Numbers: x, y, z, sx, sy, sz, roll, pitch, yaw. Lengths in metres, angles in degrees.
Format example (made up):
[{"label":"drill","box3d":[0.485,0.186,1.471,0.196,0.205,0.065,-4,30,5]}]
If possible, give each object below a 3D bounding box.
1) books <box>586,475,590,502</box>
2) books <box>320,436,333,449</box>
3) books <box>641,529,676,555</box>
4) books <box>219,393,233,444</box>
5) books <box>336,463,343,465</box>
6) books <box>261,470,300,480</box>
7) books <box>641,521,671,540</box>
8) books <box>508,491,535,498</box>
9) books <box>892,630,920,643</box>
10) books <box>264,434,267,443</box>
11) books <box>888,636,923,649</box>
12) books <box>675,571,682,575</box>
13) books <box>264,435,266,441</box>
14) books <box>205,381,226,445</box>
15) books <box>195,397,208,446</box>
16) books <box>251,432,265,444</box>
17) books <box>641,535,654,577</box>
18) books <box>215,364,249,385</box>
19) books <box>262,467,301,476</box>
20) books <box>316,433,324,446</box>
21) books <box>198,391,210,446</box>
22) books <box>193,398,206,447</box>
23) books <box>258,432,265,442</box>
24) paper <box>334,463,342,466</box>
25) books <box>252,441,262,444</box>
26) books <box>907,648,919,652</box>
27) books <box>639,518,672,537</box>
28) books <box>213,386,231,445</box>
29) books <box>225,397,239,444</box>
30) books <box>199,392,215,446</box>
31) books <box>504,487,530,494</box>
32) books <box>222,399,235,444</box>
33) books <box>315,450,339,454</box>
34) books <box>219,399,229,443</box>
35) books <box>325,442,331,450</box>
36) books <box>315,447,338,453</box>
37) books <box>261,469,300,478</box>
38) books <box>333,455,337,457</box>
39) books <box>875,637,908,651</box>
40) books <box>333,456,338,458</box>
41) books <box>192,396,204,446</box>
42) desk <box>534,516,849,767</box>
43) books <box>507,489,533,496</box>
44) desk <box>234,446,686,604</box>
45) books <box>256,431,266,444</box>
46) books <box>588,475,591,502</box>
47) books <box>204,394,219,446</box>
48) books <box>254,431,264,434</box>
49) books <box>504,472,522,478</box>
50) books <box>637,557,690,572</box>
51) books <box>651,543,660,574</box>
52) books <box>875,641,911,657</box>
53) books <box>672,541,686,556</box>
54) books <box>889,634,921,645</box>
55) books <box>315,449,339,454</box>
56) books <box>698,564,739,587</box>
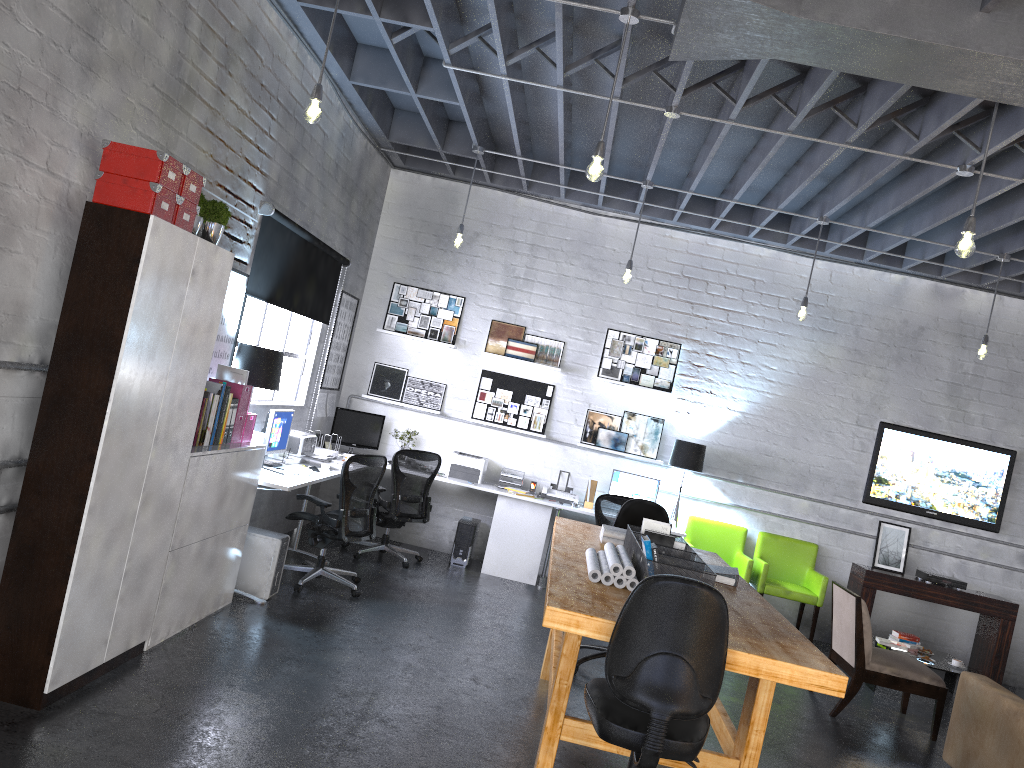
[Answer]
[{"label":"books","box3d":[0.739,1.041,8.597,0.036,0.296,0.210,13,0,4]},{"label":"books","box3d":[-1.713,0.539,8.193,0.017,0.121,0.184,13,-1,19]},{"label":"books","box3d":[0.732,0.862,4.526,0.158,0.214,0.063,13,0,4]},{"label":"books","box3d":[-1.718,0.184,5.105,0.159,0.298,0.026,13,0,4]},{"label":"books","box3d":[-1.431,0.681,7.497,0.112,0.001,0.066,13,-1,-10]},{"label":"books","box3d":[-1.587,0.622,6.073,0.213,0.012,0.158,12,-1,29]},{"label":"books","box3d":[0.811,0.897,5.060,0.158,0.200,0.082,13,0,4]},{"label":"books","box3d":[0.087,1.037,8.353,0.211,0.014,0.148,13,-1,-32]},{"label":"books","box3d":[3.361,2.154,7.572,0.185,0.041,0.129,13,-1,-2]},{"label":"books","box3d":[-1.828,0.446,6.200,0.179,0.247,0.026,13,0,4]},{"label":"books","box3d":[3.360,2.213,7.575,0.161,0.026,0.223,13,-1,-27]},{"label":"books","box3d":[0.757,0.907,4.348,0.250,0.022,0.205,12,-1,9]},{"label":"books","box3d":[-1.829,0.448,6.191,0.172,0.243,0.026,13,0,4]},{"label":"books","box3d":[-1.731,0.154,4.972,0.176,0.346,0.053,13,0,4]},{"label":"books","box3d":[-1.743,0.189,4.776,0.161,0.266,0.027,13,0,4]},{"label":"books","box3d":[-1.831,0.448,6.169,0.172,0.243,0.026,13,0,4]},{"label":"books","box3d":[0.623,0.817,4.035,0.108,0.234,0.166,13,0,4]},{"label":"books","box3d":[-1.698,0.030,5.334,0.192,0.267,0.060,13,0,4]},{"label":"books","box3d":[-1.580,0.600,6.080,0.211,0.010,0.171,12,-1,30]},{"label":"books","box3d":[-1.773,0.518,8.229,0.052,0.109,0.133,12,-1,19]},{"label":"books","box3d":[-1.746,0.172,4.802,0.159,0.298,0.026,13,0,4]},{"label":"books","box3d":[-1.747,0.188,4.749,0.161,0.266,0.026,13,0,4]},{"label":"books","box3d":[-1.829,0.448,6.173,0.173,0.243,0.026,13,0,4]},{"label":"paper","box3d":[-1.427,0.689,7.484,0.159,0.001,0.115,13,-1,-8]},{"label":"books","box3d":[-1.812,0.485,6.143,0.134,0.176,0.020,13,0,4]},{"label":"books","box3d":[3.328,2.234,7.582,0.223,0.032,0.161,13,-1,-16]},{"label":"books","box3d":[0.817,0.892,5.091,0.171,0.210,0.046,13,0,4]},{"label":"books","box3d":[-1.732,0.159,5.033,0.197,0.339,0.065,13,0,4]},{"label":"books","box3d":[-1.746,0.196,5.219,0.220,0.271,0.082,13,0,4]},{"label":"books","box3d":[-1.743,0.176,4.844,0.170,0.293,0.057,13,0,4]},{"label":"books","box3d":[0.051,1.000,8.341,0.211,0.014,0.148,12,-1,19]},{"label":"books","box3d":[-1.750,0.196,5.159,0.218,0.267,0.060,13,0,9]},{"label":"books","box3d":[-1.708,0.586,7.870,0.297,0.006,0.210,12,-1,6]},{"label":"books","box3d":[-1.727,0.198,5.079,0.161,0.266,0.026,13,0,4]},{"label":"books","box3d":[-1.698,0.575,8.195,0.037,0.076,0.102,12,-1,19]},{"label":"books","box3d":[-1.707,0.576,7.874,0.297,0.006,0.210,13,-1,4]},{"label":"books","box3d":[-1.587,0.610,6.076,0.209,0.012,0.158,12,-1,27]},{"label":"books","box3d":[-1.714,0.607,7.874,0.297,0.006,0.210,13,-1,4]},{"label":"books","box3d":[3.129,2.141,7.309,0.223,0.027,0.161,12,-1,13]},{"label":"books","box3d":[-1.718,0.616,7.871,0.297,0.006,0.210,13,-1,3]},{"label":"books","box3d":[-1.756,0.180,4.717,0.167,0.275,0.037,13,0,4]},{"label":"desk","box3d":[0.656,1.432,4.635,1.115,0.926,2.833,13,-1,4]},{"label":"books","box3d":[0.073,1.019,8.342,0.211,0.014,0.148,13,-1,-22]},{"label":"desk","box3d":[-0.293,1.340,7.210,3.574,0.785,3.300,13,-1,4]},{"label":"books","box3d":[-1.828,0.447,6.186,0.177,0.246,0.026,13,0,4]},{"label":"books","box3d":[0.747,1.042,8.600,0.043,0.296,0.210,13,0,4]},{"label":"books","box3d":[-1.737,0.182,4.895,0.174,0.286,0.045,13,0,4]},{"label":"books","box3d":[-1.832,0.445,6.178,0.175,0.244,0.026,13,0,4]},{"label":"books","box3d":[0.007,0.890,8.677,0.134,0.008,0.203,13,-1,-13]},{"label":"books","box3d":[0.753,0.881,4.345,0.232,0.027,0.184,13,-1,-24]},{"label":"books","box3d":[0.652,0.836,4.018,0.097,0.209,0.158,13,0,4]},{"label":"books","box3d":[3.127,2.177,7.287,0.174,0.045,0.240,13,-1,-7]},{"label":"books","box3d":[0.798,0.891,4.552,0.143,0.188,0.061,13,0,4]},{"label":"books","box3d":[3.355,2.186,7.580,0.208,0.024,0.144,13,-1,-11]},{"label":"books","box3d":[-1.709,0.581,7.870,0.297,0.006,0.210,13,-1,3]},{"label":"books","box3d":[1.118,1.031,4.869,0.244,0.067,0.299,12,-1,13]}]
